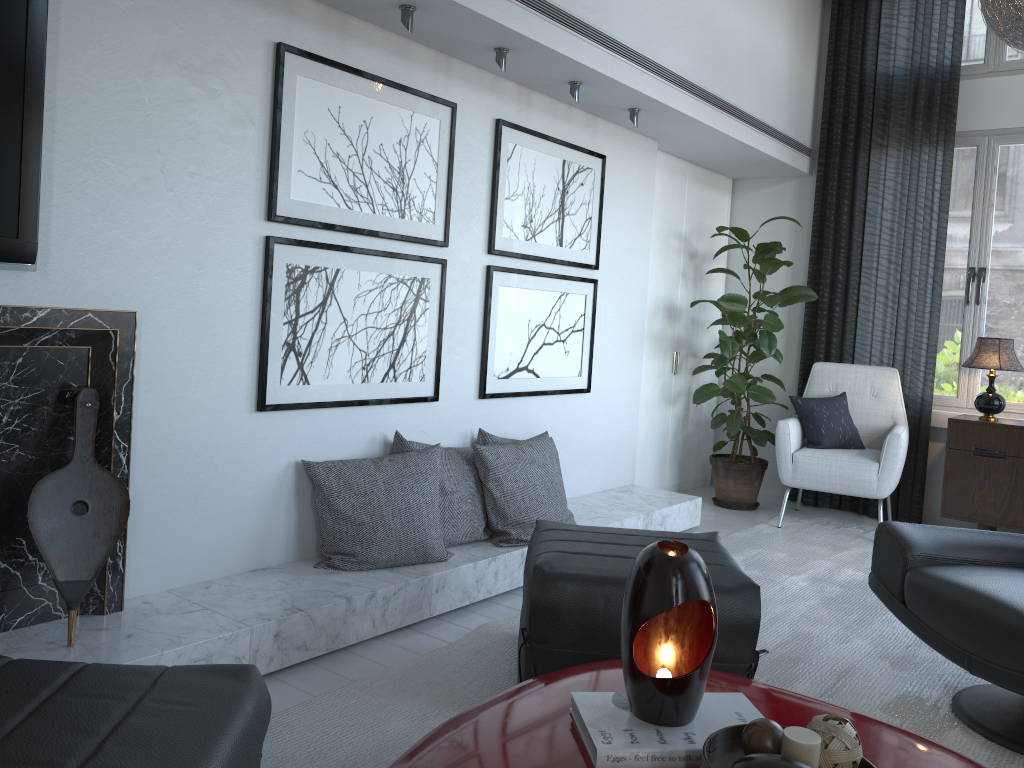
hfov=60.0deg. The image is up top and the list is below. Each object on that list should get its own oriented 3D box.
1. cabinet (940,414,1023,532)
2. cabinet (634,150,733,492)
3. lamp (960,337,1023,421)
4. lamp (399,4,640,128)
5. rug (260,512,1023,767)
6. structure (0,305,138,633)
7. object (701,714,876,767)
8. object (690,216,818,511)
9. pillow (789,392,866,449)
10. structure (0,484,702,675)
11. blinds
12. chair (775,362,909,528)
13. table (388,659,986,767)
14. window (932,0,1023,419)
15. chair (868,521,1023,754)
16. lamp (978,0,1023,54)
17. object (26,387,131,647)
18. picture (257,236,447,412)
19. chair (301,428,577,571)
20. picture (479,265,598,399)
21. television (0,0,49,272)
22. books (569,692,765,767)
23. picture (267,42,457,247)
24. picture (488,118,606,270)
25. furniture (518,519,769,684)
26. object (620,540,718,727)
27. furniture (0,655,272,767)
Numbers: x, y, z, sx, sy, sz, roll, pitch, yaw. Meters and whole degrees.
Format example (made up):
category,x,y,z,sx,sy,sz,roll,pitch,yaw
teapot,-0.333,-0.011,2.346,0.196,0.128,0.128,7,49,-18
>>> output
category,x,y,z,sx,sy,sz,roll,pitch,yaw
cabinet,2.740,0.531,3.989,1.401,0.611,0.386,7,4,37
cabinet,0.867,-0.309,5.048,0.192,1.892,1.172,5,3,37
lamp,2.309,-0.024,4.264,0.280,0.397,0.281,2,3,-27
lamp,-0.745,-1.095,2.154,0.053,0.081,4.254,6,5,37
rug,0.336,0.918,0.828,2.960,0.032,7.770,7,6,37
structure,-1.689,0.271,1.739,0.521,0.922,1.686,6,4,37
object,0.382,0.532,1.210,0.242,0.133,0.243,3,4,-15
object,1.253,-0.113,4.761,0.639,1.587,0.938,3,3,-8
pillow,1.631,0.189,4.574,0.356,0.295,0.253,2,4,-26
structure,-1.425,0.678,1.522,0.394,0.134,7.208,7,5,37
blinds,2.931,-0.809,4.082,3.218,3.272,0.189,6,3,37
chair,1.694,0.315,4.530,0.594,0.822,0.613,5,3,27
table,0.309,0.726,1.374,0.944,0.300,0.939,7,5,37
window,2.457,-1.002,4.610,1.270,2.319,0.133,6,3,37
chair,1.509,0.475,2.262,0.804,0.809,0.842,3,3,-15
lamp,1.958,-1.820,3.110,0.513,1.304,0.515,5,3,32
object,-1.023,0.301,2.094,0.175,0.579,0.196,4,2,18
picture,-0.499,-0.187,2.940,0.020,0.522,0.791,5,4,37
chair,-0.127,0.379,3.194,0.391,0.430,1.336,6,5,37
picture,0.133,-0.211,3.767,0.020,0.522,0.791,5,4,37
television,-1.444,-0.597,1.555,0.129,0.751,1.159,5,4,37
books,0.263,0.555,1.428,0.306,0.030,0.201,3,4,-8
picture,-0.461,-0.750,2.918,0.020,0.522,0.791,5,4,37
picture,0.169,-0.774,3.746,0.020,0.522,0.791,5,4,37
furniture,0.320,0.617,2.383,0.599,0.377,0.615,4,4,1
object,0.251,0.398,1.440,0.153,0.280,0.152,3,3,-13
furniture,-0.686,0.645,1.194,0.614,0.377,0.600,3,4,-4
